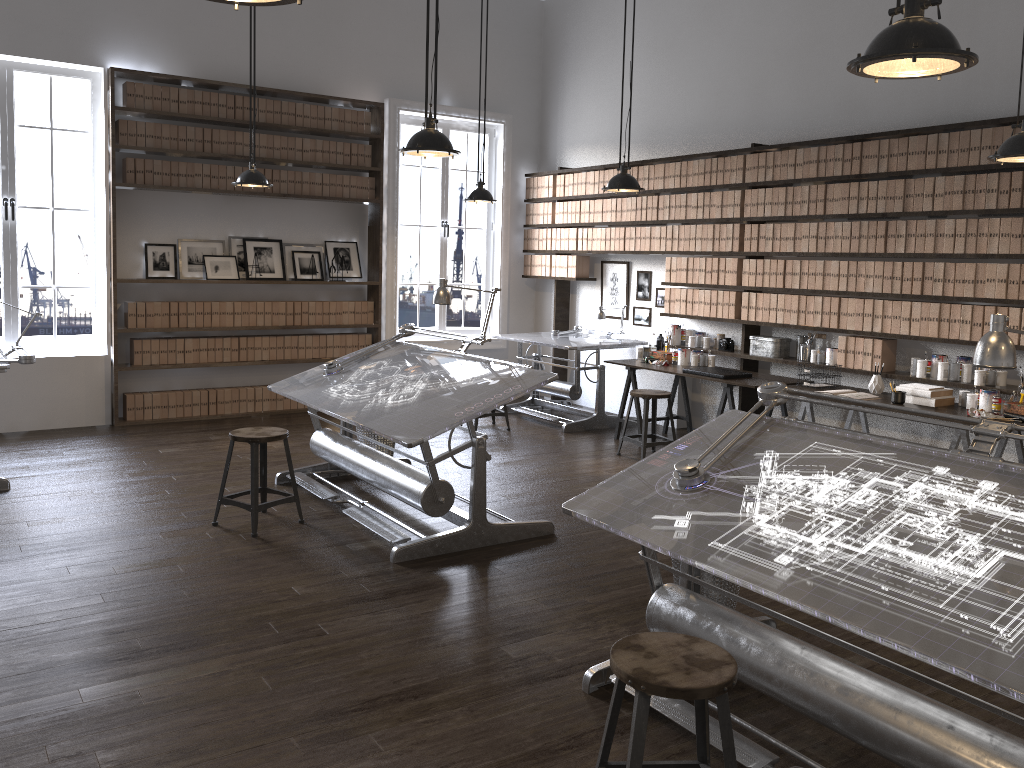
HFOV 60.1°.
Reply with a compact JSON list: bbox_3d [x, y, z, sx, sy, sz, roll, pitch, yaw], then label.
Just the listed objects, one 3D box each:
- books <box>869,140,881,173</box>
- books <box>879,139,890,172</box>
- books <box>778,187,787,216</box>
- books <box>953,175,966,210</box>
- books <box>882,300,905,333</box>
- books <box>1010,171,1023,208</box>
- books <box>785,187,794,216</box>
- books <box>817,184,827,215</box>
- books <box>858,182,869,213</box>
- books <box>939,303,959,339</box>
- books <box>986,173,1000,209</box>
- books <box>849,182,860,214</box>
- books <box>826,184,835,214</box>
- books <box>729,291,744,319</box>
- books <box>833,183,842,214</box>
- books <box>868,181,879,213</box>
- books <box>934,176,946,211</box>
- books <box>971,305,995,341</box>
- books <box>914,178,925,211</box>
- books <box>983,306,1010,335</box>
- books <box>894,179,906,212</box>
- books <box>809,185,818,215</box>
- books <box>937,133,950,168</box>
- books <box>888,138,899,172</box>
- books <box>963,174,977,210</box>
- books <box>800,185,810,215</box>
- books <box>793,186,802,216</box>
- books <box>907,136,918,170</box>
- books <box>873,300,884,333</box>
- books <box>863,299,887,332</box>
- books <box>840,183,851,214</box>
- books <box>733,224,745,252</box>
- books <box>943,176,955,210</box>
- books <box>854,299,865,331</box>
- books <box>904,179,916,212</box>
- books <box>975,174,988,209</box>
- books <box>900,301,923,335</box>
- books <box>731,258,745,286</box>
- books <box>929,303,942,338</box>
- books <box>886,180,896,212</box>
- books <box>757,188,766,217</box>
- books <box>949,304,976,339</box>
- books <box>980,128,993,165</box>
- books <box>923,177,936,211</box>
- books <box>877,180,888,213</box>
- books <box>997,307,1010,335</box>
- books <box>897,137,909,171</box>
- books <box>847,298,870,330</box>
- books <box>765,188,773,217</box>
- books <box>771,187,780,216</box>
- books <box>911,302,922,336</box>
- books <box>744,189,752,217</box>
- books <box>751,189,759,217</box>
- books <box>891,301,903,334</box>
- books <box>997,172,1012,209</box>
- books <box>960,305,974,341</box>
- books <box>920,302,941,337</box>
[{"bbox_3d":[2.566,-1.570,6.152,0.175,0.224,0.067,-3,7,-34],"label":"books"},{"bbox_3d":[2.609,-1.561,6.094,0.174,0.224,0.067,-3,7,-34],"label":"books"},{"bbox_3d":[2.133,-1.395,6.814,0.175,0.225,0.067,-3,7,-34],"label":"books"},{"bbox_3d":[2.903,-1.214,5.662,0.175,0.225,0.067,-3,7,-34],"label":"books"},{"bbox_3d":[2.640,-0.464,6.106,0.174,0.224,0.067,-3,7,-34],"label":"books"},{"bbox_3d":[3.101,-1.168,5.368,0.175,0.225,0.067,-3,7,-34],"label":"books"},{"bbox_3d":[2.175,-1.387,6.762,0.175,0.224,0.067,-3,7,-34],"label":"books"},{"bbox_3d":[2.331,-1.349,6.520,0.175,0.225,0.067,-3,7,-34],"label":"books"},{"bbox_3d":[2.525,-1.304,6.234,0.174,0.224,0.067,-3,7,-34],"label":"books"},{"bbox_3d":[2.866,-0.411,5.766,0.175,0.224,0.067,-3,7,-34],"label":"books"},{"bbox_3d":[3.021,-1.187,5.489,0.174,0.224,0.067,-3,7,-34],"label":"books"},{"bbox_3d":[2.482,-1.313,6.292,0.175,0.224,0.067,-3,7,-34],"label":"books"},{"bbox_3d":[2.376,-1.340,6.462,0.175,0.224,0.067,-3,7,-34],"label":"books"},{"bbox_3d":[1.865,-0.644,7.254,0.175,0.225,0.067,-3,7,-34],"label":"books"},{"bbox_3d":[2.410,-1.331,6.407,0.175,0.224,0.067,-3,7,-34],"label":"books"},{"bbox_3d":[2.564,-1.294,6.171,0.175,0.225,0.067,-3,7,-34],"label":"books"},{"bbox_3d":[2.834,-1.231,5.771,0.175,0.224,0.067,-3,7,-34],"label":"books"},{"bbox_3d":[2.984,-0.383,5.590,0.175,0.224,0.067,-3,7,-34],"label":"books"},{"bbox_3d":[2.757,-1.250,5.890,0.175,0.224,0.067,-3,7,-34],"label":"books"},{"bbox_3d":[3.021,-0.373,5.525,0.175,0.225,0.067,-3,7,-34],"label":"books"},{"bbox_3d":[2.675,-1.268,6.003,0.175,0.225,0.067,-3,7,-34],"label":"books"},{"bbox_3d":[2.294,-1.359,6.586,0.175,0.224,0.067,-3,7,-34],"label":"books"},{"bbox_3d":[2.843,-1.506,5.744,0.174,0.224,0.067,-3,7,-34],"label":"books"},{"bbox_3d":[2.651,-1.552,6.039,0.174,0.224,0.067,-3,7,-34],"label":"books"},{"bbox_3d":[2.945,-1.206,5.609,0.175,0.224,0.067,-3,7,-34],"label":"books"},{"bbox_3d":[2.250,-1.368,6.642,0.174,0.224,0.067,-3,7,-34],"label":"books"},{"bbox_3d":[2.215,-1.378,6.703,0.174,0.224,0.067,-3,7,-34],"label":"books"},{"bbox_3d":[2.729,-1.533,5.917,0.175,0.224,0.067,-3,7,-34],"label":"books"},{"bbox_3d":[2.598,-0.473,6.162,0.174,0.224,0.067,-3,7,-34],"label":"books"},{"bbox_3d":[2.555,-0.482,6.220,0.175,0.224,0.067,-3,7,-34],"label":"books"},{"bbox_3d":[2.442,-1.323,6.352,0.175,0.225,0.067,-3,7,-34],"label":"books"},{"bbox_3d":[1.885,-1.188,7.209,0.175,0.224,0.067,-3,7,-34],"label":"books"},{"bbox_3d":[2.870,-1.223,5.720,0.175,0.224,0.067,-3,7,-34],"label":"books"},{"bbox_3d":[2.515,-0.491,6.280,0.175,0.225,0.067,-3,7,-34],"label":"books"},{"bbox_3d":[2.720,-1.259,5.949,0.174,0.224,0.067,-3,7,-34],"label":"books"},{"bbox_3d":[2.985,-1.197,5.550,0.174,0.224,0.067,-3,7,-34],"label":"books"},{"bbox_3d":[2.713,-0.446,5.987,0.175,0.225,0.067,-3,7,-34],"label":"books"},{"bbox_3d":[1.874,-0.912,7.227,0.175,0.225,0.067,-3,7,-34],"label":"books"},{"bbox_3d":[2.824,-0.419,5.819,0.175,0.225,0.067,-3,7,-34],"label":"books"},{"bbox_3d":[2.642,-1.277,6.061,0.175,0.224,0.067,-3,7,-34],"label":"books"},{"bbox_3d":[2.022,-1.422,6.982,0.175,0.225,0.067,-3,7,-34],"label":"books"},{"bbox_3d":[2.905,-0.402,5.707,0.174,0.224,0.067,-3,7,-34],"label":"books"},{"bbox_3d":[2.999,-1.469,5.511,0.175,0.224,0.067,-3,7,-34],"label":"books"},{"bbox_3d":[2.792,-1.241,5.830,0.175,0.225,0.067,-3,7,-34],"label":"books"},{"bbox_3d":[2.606,-1.285,6.112,0.175,0.224,0.067,-3,7,-34],"label":"books"},{"bbox_3d":[3.066,-0.364,5.467,0.175,0.224,0.067,-3,7,-34],"label":"books"},{"bbox_3d":[2.688,-1.543,5.980,0.175,0.224,0.067,-3,7,-34],"label":"books"},{"bbox_3d":[2.484,-0.500,6.334,0.175,0.224,0.067,-3,7,-34],"label":"books"},{"bbox_3d":[2.064,-1.412,6.923,0.175,0.224,0.067,-3,7,-34],"label":"books"},{"bbox_3d":[2.100,-1.404,6.872,0.175,0.224,0.067,-3,7,-34],"label":"books"},{"bbox_3d":[2.754,-0.436,5.928,0.175,0.224,0.067,-3,7,-34],"label":"books"},{"bbox_3d":[1.949,-1.440,7.102,0.174,0.224,0.067,-3,7,-34],"label":"books"},{"bbox_3d":[1.986,-1.431,7.043,0.175,0.224,0.067,-3,7,-34],"label":"books"},{"bbox_3d":[2.677,-0.455,6.047,0.175,0.224,0.067,-3,7,-34],"label":"books"},{"bbox_3d":[3.064,-1.178,5.433,0.175,0.224,0.067,-3,7,-34],"label":"books"},{"bbox_3d":[2.941,-0.392,5.646,0.174,0.224,0.067,-3,7,-34],"label":"books"},{"bbox_3d":[2.790,-0.428,5.877,0.175,0.224,0.067,-3,7,-34],"label":"books"}]
